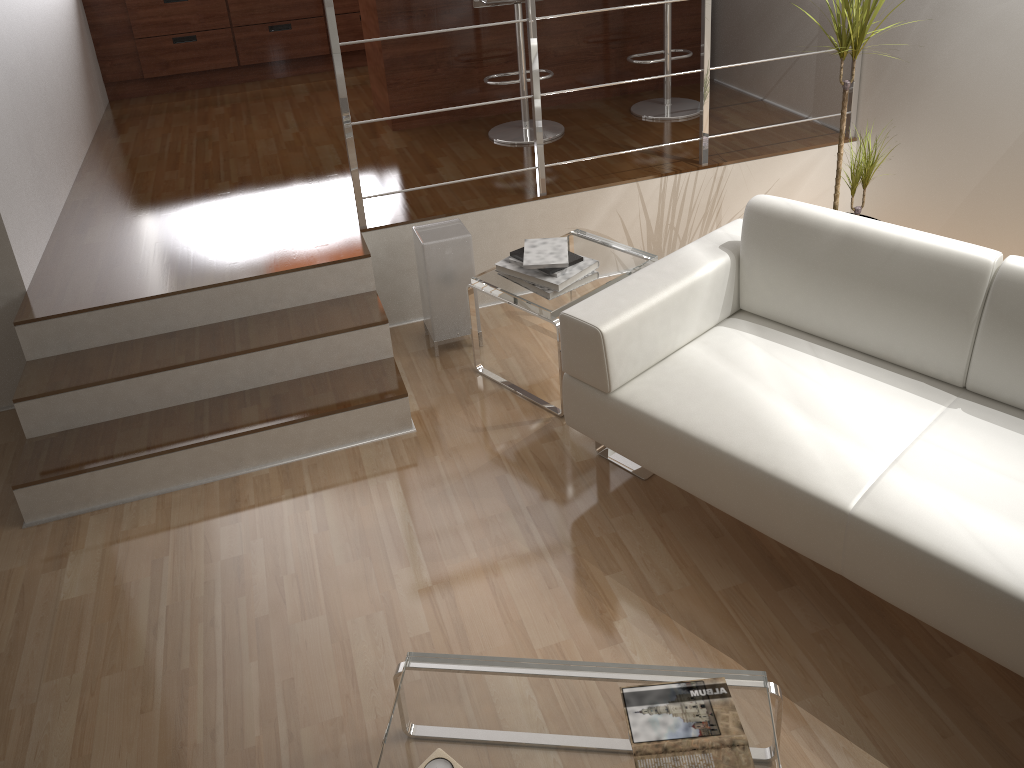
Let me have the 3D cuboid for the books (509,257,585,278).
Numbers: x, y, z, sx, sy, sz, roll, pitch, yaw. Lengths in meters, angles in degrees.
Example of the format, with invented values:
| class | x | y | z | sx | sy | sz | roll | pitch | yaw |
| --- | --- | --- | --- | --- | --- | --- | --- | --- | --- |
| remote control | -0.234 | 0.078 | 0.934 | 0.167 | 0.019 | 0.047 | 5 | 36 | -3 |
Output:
| class | x | y | z | sx | sy | sz | roll | pitch | yaw |
| --- | --- | --- | --- | --- | --- | --- | --- | --- | --- |
| books | 0.120 | -0.430 | 3.040 | 0.222 | 0.014 | 0.158 | 22 | 40 | 37 |

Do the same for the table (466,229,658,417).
| class | x | y | z | sx | sy | sz | roll | pitch | yaw |
| --- | --- | --- | --- | --- | --- | --- | --- | --- | --- |
| table | 0.204 | -0.250 | 3.206 | 0.569 | 0.376 | 0.479 | -28 | 37 | -35 |

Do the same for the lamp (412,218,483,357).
| class | x | y | z | sx | sy | sz | roll | pitch | yaw |
| --- | --- | --- | --- | --- | --- | --- | --- | --- | --- |
| lamp | -0.249 | -0.376 | 3.399 | 0.194 | 0.451 | 0.210 | -12 | 28 | -14 |

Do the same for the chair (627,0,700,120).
| class | x | y | z | sx | sy | sz | roll | pitch | yaw |
| --- | --- | --- | --- | --- | --- | --- | --- | --- | --- |
| chair | 0.802 | -1.811 | 4.477 | 0.392 | 0.795 | 0.448 | -14 | 28 | -18 |

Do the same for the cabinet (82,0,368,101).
| class | x | y | z | sx | sy | sz | roll | pitch | yaw |
| --- | --- | --- | --- | --- | --- | --- | --- | --- | --- |
| cabinet | -1.108 | -2.739 | 6.291 | 3.530 | 0.751 | 0.719 | -13 | 30 | -14 |

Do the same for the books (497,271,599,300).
| class | x | y | z | sx | sy | sz | roll | pitch | yaw |
| --- | --- | --- | --- | --- | --- | --- | --- | --- | --- |
| books | 0.123 | -0.389 | 3.059 | 0.233 | 0.025 | 0.298 | -25 | 37 | -30 |

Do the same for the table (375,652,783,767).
| class | x | y | z | sx | sy | sz | roll | pitch | yaw |
| --- | --- | --- | --- | --- | --- | --- | --- | --- | --- |
| table | 0.107 | 0.865 | 1.521 | 0.794 | 0.234 | 0.747 | 0 | 31 | 8 |

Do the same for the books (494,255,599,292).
| class | x | y | z | sx | sy | sz | roll | pitch | yaw |
| --- | --- | --- | --- | --- | --- | --- | --- | --- | --- |
| books | 0.121 | -0.412 | 3.048 | 0.295 | 0.025 | 0.236 | 22 | 40 | 37 |

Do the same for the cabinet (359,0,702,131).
| class | x | y | z | sx | sy | sz | roll | pitch | yaw |
| --- | --- | --- | --- | --- | --- | --- | --- | --- | --- |
| cabinet | 0.119 | -2.032 | 5.014 | 1.862 | 0.705 | 0.670 | -13 | 29 | -14 |

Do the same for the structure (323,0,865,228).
| class | x | y | z | sx | sy | sz | roll | pitch | yaw |
| --- | --- | --- | --- | --- | --- | --- | --- | --- | --- |
| structure | 0.434 | -1.324 | 3.539 | 2.341 | 0.987 | 0.060 | -13 | 27 | -15 |

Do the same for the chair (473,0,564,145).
| class | x | y | z | sx | sy | sz | roll | pitch | yaw |
| --- | --- | --- | --- | --- | --- | --- | --- | --- | --- |
| chair | 0.047 | -1.630 | 4.276 | 0.390 | 0.795 | 0.451 | -10 | 27 | -10 |

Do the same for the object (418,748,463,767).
| class | x | y | z | sx | sy | sz | roll | pitch | yaw |
| --- | --- | --- | --- | --- | --- | --- | --- | --- | --- |
| object | -0.118 | 0.694 | 1.470 | 0.069 | 0.141 | 0.070 | 19 | 35 | 39 |

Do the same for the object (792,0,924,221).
| class | x | y | z | sx | sy | sz | roll | pitch | yaw |
| --- | --- | --- | --- | --- | --- | --- | --- | --- | --- |
| object | 1.228 | -0.945 | 3.251 | 0.502 | 1.382 | 0.468 | -6 | 26 | -2 |

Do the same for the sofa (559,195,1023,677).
| class | x | y | z | sx | sy | sz | roll | pitch | yaw |
| --- | --- | --- | --- | --- | --- | --- | --- | --- | --- |
| sofa | 1.066 | 0.103 | 2.206 | 0.936 | 0.694 | 1.841 | -27 | 37 | -34 |

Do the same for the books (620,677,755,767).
| class | x | y | z | sx | sy | sz | roll | pitch | yaw |
| --- | --- | --- | --- | --- | --- | --- | --- | --- | --- |
| books | 0.316 | 0.658 | 1.556 | 0.203 | 0.052 | 0.311 | -5 | 31 | 0 |
